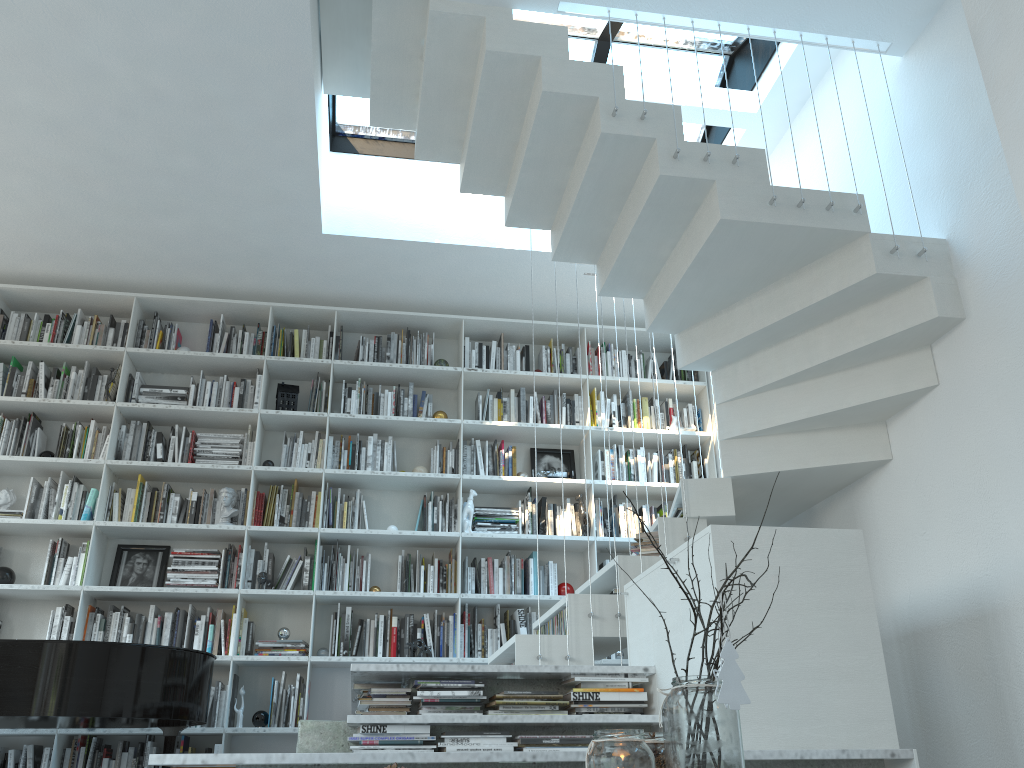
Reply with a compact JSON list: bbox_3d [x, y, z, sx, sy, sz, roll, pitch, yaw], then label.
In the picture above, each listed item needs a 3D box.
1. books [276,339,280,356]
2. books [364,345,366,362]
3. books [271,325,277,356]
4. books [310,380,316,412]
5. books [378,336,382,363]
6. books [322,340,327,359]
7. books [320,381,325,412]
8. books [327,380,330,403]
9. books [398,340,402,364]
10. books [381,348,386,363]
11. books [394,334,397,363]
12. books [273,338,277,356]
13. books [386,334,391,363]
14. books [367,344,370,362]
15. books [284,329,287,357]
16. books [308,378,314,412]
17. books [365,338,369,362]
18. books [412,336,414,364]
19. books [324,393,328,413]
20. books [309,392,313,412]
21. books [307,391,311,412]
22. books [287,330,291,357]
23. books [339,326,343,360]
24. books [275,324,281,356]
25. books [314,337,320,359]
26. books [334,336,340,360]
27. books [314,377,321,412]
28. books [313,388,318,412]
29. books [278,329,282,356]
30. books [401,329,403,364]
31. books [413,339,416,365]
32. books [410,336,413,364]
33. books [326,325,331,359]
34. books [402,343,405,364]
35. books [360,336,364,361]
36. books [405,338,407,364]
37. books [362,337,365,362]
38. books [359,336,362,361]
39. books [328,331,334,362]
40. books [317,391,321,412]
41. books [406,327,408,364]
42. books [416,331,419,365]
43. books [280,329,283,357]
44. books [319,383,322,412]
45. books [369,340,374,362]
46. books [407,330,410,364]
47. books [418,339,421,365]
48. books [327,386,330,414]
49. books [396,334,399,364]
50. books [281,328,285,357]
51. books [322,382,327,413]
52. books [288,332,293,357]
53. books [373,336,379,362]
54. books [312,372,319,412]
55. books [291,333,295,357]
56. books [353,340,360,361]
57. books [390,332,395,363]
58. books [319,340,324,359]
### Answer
[{"bbox_3d":[-1.540,-0.179,5.855,0.015,0.192,0.160,3,-24,-9],"label":"books"},{"bbox_3d":[-0.986,-0.143,5.937,0.009,0.182,0.161,3,-24,-9],"label":"books"},{"bbox_3d":[-1.572,-0.224,5.856,0.008,0.277,0.171,3,-24,-9],"label":"books"},{"bbox_3d":[-1.288,0.128,5.752,0.022,0.270,0.182,3,-24,-9],"label":"books"},{"bbox_3d":[-0.892,-0.170,5.969,0.021,0.255,0.169,3,-24,-9],"label":"books"},{"bbox_3d":[-1.244,-0.164,5.897,0.022,0.193,0.182,3,-24,-9],"label":"books"},{"bbox_3d":[-1.239,0.136,5.792,0.013,0.287,0.132,3,-24,-9],"label":"books"},{"bbox_3d":[-1.200,0.134,5.791,0.005,0.290,0.131,3,-24,-9],"label":"books"},{"bbox_3d":[-0.760,-0.156,5.973,0.018,0.230,0.160,3,-24,-9],"label":"books"},{"bbox_3d":[-0.869,-0.131,5.976,0.031,0.189,0.133,3,-24,-9],"label":"books"},{"bbox_3d":[-0.794,-0.177,6.003,0.017,0.294,0.139,3,-24,-9],"label":"books"},{"bbox_3d":[-1.564,-0.181,5.863,0.016,0.203,0.144,3,-24,-9],"label":"books"},{"bbox_3d":[-0.834,-0.177,5.957,0.028,0.257,0.185,3,-24,-9],"label":"books"},{"bbox_3d":[-0.968,-0.146,5.959,0.009,0.205,0.147,3,-24,-9],"label":"books"},{"bbox_3d":[-1.495,-0.211,5.867,0.034,0.260,0.158,3,-24,-9],"label":"books"},{"bbox_3d":[-1.302,0.122,5.737,0.021,0.271,0.191,3,-24,-9],"label":"books"},{"bbox_3d":[-0.974,-0.168,5.937,0.013,0.228,0.174,3,-24,-9],"label":"books"},{"bbox_3d":[-0.678,-0.167,6.004,0.008,0.273,0.163,3,-24,-9],"label":"books"},{"bbox_3d":[-1.212,0.179,5.782,0.015,0.200,0.130,3,-24,-9],"label":"books"},{"bbox_3d":[-1.302,0.172,5.760,0.022,0.198,0.144,3,-24,-9],"label":"books"},{"bbox_3d":[-1.314,0.161,5.754,0.019,0.213,0.156,3,-24,-9],"label":"books"},{"bbox_3d":[-1.475,-0.207,5.878,0.008,0.261,0.143,3,-24,-9],"label":"books"},{"bbox_3d":[-1.143,-0.215,5.920,0.019,0.303,0.176,3,-24,-9],"label":"books"},{"bbox_3d":[-1.550,-0.230,5.868,0.007,0.296,0.182,3,-24,-9],"label":"books"},{"bbox_3d":[-1.293,-0.181,5.881,0.031,0.212,0.170,3,-24,-9],"label":"books"},{"bbox_3d":[-1.164,-0.179,5.909,0.033,0.228,0.176,3,-24,-9],"label":"books"},{"bbox_3d":[-1.264,0.120,5.753,0.021,0.286,0.180,3,-24,-9],"label":"books"},{"bbox_3d":[-1.277,0.160,5.757,0.024,0.216,0.169,3,-24,-9],"label":"books"},{"bbox_3d":[-1.525,-0.209,5.843,0.007,0.238,0.192,3,-24,-9],"label":"books"},{"bbox_3d":[-0.749,-0.190,5.996,0.006,0.311,0.179,3,-24,-9],"label":"books"},{"bbox_3d":[-0.662,-0.156,6.002,0.024,0.251,0.150,3,-24,-9],"label":"books"},{"bbox_3d":[-0.688,-0.168,6.007,0.012,0.279,0.144,3,-24,-9],"label":"books"},{"bbox_3d":[-1.231,-0.218,5.942,0.012,0.328,0.129,3,-24,-9],"label":"books"},{"bbox_3d":[-0.734,-0.145,5.961,0.018,0.200,0.189,3,-24,-9],"label":"books"},{"bbox_3d":[-1.009,-0.172,5.947,0.011,0.243,0.173,3,-24,-9],"label":"books"},{"bbox_3d":[-0.724,-0.161,5.987,0.008,0.250,0.171,3,-24,-9],"label":"books"},{"bbox_3d":[-0.999,-0.172,5.959,0.012,0.254,0.134,3,-24,-9],"label":"books"},{"bbox_3d":[-1.017,-0.176,5.937,0.009,0.243,0.174,3,-24,-9],"label":"books"},{"bbox_3d":[-1.205,-0.195,5.900,0.029,0.252,0.187,3,-24,-9],"label":"books"},{"bbox_3d":[-1.253,0.164,5.757,0.013,0.209,0.140,3,-24,-9],"label":"books"},{"bbox_3d":[-0.717,-0.197,6.002,0.007,0.328,0.184,3,-24,-9],"label":"books"},{"bbox_3d":[-0.645,-0.183,6.007,0.008,0.305,0.183,3,-24,-9],"label":"books"},{"bbox_3d":[-1.521,-0.212,5.861,0.006,0.258,0.166,3,-24,-9],"label":"books"},{"bbox_3d":[-1.243,0.140,5.758,0.005,0.254,0.159,3,-24,-9],"label":"books"},{"bbox_3d":[-0.946,-0.160,5.953,0.028,0.225,0.164,3,-24,-9],"label":"books"},{"bbox_3d":[-0.703,-0.189,5.983,0.015,0.298,0.184,3,-24,-9],"label":"books"},{"bbox_3d":[-0.635,-0.158,6.005,0.014,0.257,0.150,3,-24,-9],"label":"books"},{"bbox_3d":[-1.188,0.156,5.745,0.008,0.213,0.224,3,-24,-9],"label":"books"},{"bbox_3d":[-0.776,-0.174,5.999,0.007,0.284,0.160,3,-24,-9],"label":"books"},{"bbox_3d":[-1.516,-0.216,5.876,0.007,0.278,0.151,3,-24,-9],"label":"books"},{"bbox_3d":[-1.219,0.138,5.748,0.013,0.247,0.187,3,-24,-9],"label":"books"},{"bbox_3d":[-1.461,-0.200,5.858,0.015,0.232,0.171,3,-24,-9],"label":"books"},{"bbox_3d":[-0.917,-0.172,5.963,0.030,0.254,0.162,3,-24,-9],"label":"books"},{"bbox_3d":[-1.283,0.104,5.780,0.025,0.338,0.143,3,-24,-9],"label":"books"},{"bbox_3d":[-1.456,-0.199,5.898,0.007,0.263,0.133,3,-24,-9],"label":"books"},{"bbox_3d":[-1.043,-0.162,5.919,0.046,0.205,0.184,3,-24,-9],"label":"books"},{"bbox_3d":[-0.812,-0.182,5.988,0.024,0.291,0.168,3,-24,-9],"label":"books"},{"bbox_3d":[-1.269,-0.167,5.902,0.025,0.202,0.163,3,-24,-9],"label":"books"}]
